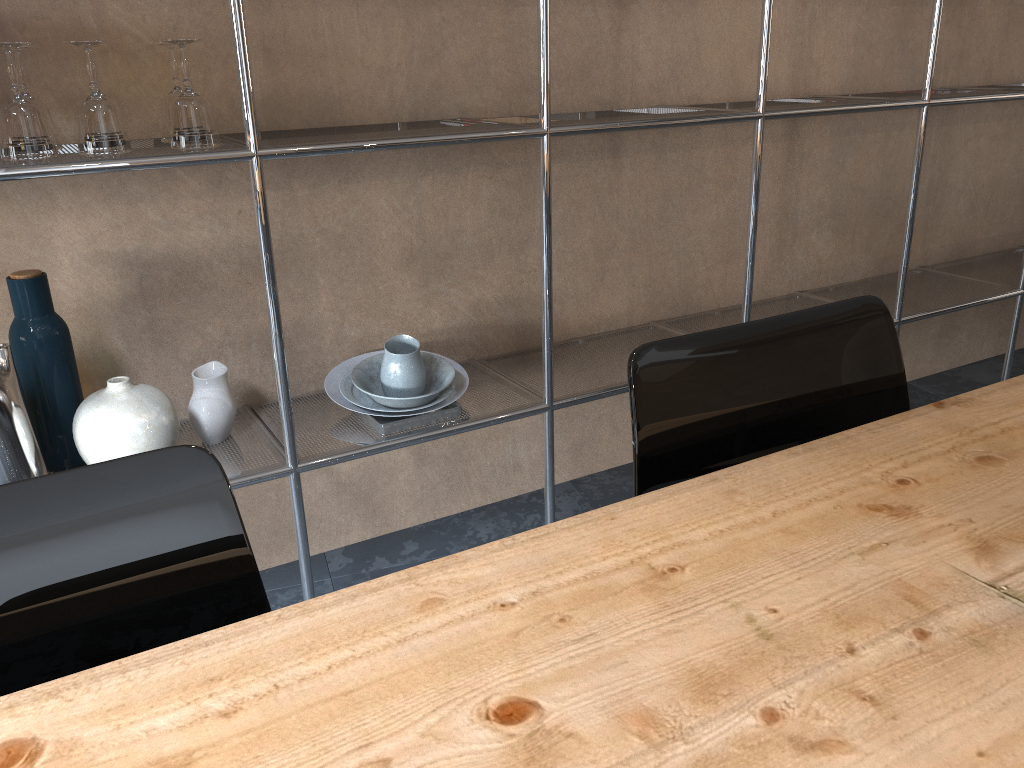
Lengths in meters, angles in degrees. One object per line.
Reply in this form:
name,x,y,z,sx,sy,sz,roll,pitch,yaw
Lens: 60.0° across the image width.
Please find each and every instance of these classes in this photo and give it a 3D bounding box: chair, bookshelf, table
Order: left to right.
bookshelf,-0.815,-2.367,0.752,10.740,6.215,0.421,-13,23,-27
chair,-0.318,0.542,0.634,0.527,0.824,0.599,-13,23,-27
chair,0.433,0.373,1.030,0.527,0.824,0.599,-13,23,-27
table,2.000,0.171,1.307,6.000,0.927,1.186,-13,23,-27

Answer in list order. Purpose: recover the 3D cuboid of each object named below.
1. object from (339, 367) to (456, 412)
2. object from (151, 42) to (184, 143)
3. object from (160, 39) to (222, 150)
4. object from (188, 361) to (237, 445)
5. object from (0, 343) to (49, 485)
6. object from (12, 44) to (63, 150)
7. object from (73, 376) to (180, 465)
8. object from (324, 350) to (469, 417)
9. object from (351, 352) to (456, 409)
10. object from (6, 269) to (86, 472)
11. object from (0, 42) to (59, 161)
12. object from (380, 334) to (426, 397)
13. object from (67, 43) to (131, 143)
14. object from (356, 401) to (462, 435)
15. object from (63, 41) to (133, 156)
object,-0.244,0.005,1.908,0.249,0.052,0.246,-9,22,-20
object,-0.604,-0.528,1.603,0.081,0.170,0.081,-3,20,-3
object,-0.537,-0.481,1.474,0.081,0.170,0.081,-3,20,-3
object,-0.598,0.041,1.766,0.100,0.142,0.102,15,26,37
object,-0.873,0.011,1.468,0.129,0.420,0.129,-11,22,-24
object,-0.819,-0.481,1.495,0.081,0.170,0.081,-15,24,-31
object,-0.694,0.080,1.601,0.177,0.188,0.177,3,21,11
object,-0.250,-0.001,1.935,0.311,0.058,0.309,-9,22,-20
object,-0.227,0.000,1.872,0.217,0.080,0.215,-9,22,-20
object,-0.853,-0.023,1.628,0.099,0.372,0.099,5,22,18
object,-0.762,-0.436,1.369,0.081,0.170,0.081,-15,24,-31
object,-0.230,-0.032,1.862,0.101,0.136,0.098,17,28,41
object,-0.716,-0.498,1.533,0.081,0.170,0.081,-15,24,-31
object,-0.227,0.048,1.887,0.184,0.024,0.184,-13,23,-27
object,-0.664,-0.456,1.415,0.081,0.170,0.081,-15,24,-31
